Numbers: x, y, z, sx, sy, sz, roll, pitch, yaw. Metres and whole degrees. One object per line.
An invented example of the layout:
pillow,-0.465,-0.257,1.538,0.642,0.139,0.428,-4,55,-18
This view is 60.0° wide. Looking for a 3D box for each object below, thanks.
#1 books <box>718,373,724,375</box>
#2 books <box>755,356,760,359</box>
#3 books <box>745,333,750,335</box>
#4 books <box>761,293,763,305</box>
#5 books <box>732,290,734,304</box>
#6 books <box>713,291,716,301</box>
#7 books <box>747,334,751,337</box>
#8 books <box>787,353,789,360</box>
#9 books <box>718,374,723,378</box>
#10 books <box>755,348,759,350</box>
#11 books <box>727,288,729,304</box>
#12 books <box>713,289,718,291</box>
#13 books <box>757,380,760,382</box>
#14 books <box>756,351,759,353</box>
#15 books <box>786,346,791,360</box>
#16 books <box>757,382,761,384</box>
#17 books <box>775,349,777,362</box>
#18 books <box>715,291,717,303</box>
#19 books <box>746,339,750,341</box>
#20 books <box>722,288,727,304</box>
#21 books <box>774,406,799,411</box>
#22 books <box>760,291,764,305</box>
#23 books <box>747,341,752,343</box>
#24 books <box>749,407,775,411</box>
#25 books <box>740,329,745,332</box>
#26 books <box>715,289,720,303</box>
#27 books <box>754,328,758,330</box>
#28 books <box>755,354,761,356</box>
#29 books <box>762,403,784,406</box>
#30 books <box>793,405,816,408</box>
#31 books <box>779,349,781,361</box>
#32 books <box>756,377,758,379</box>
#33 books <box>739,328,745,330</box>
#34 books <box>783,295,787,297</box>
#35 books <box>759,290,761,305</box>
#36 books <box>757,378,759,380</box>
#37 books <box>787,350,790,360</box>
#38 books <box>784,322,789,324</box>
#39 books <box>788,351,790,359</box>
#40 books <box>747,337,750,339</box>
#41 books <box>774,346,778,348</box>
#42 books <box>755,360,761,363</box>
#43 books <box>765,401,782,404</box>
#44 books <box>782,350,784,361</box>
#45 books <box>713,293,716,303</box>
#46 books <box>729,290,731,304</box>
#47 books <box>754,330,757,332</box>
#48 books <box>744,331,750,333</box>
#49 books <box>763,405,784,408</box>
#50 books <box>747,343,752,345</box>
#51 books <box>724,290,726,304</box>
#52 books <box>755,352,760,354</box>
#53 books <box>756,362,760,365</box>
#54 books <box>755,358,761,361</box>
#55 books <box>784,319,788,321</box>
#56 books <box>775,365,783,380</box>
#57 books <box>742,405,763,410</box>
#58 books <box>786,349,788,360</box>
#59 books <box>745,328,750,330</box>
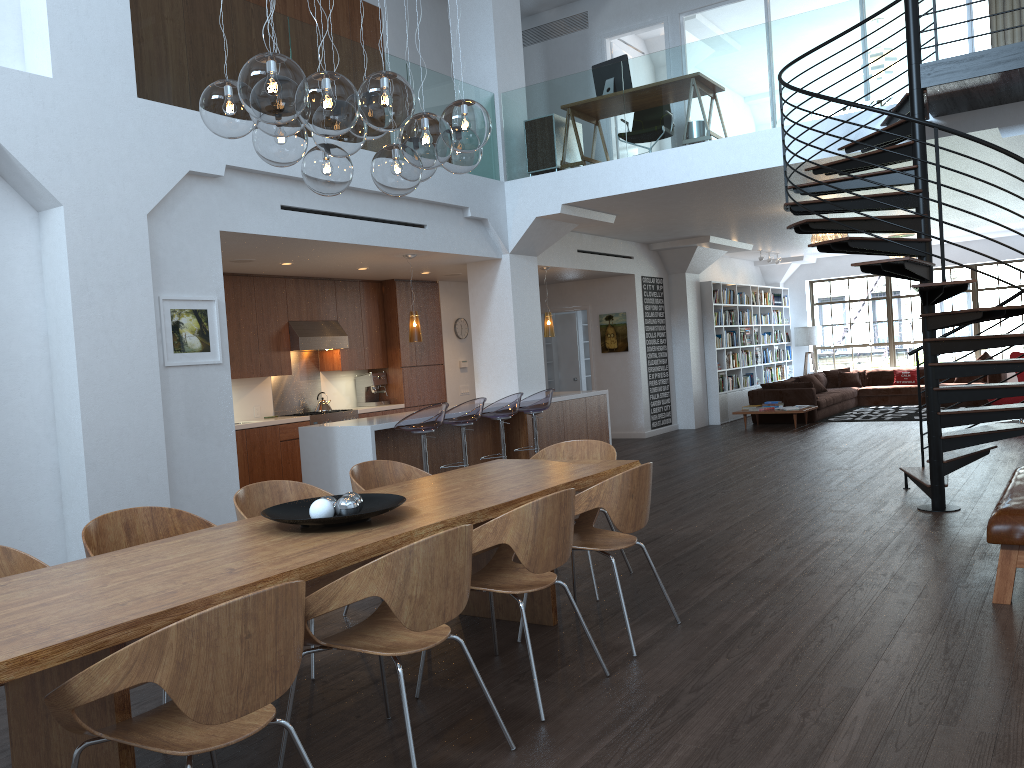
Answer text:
books,3.484,-0.171,15.115,0.223,0.027,0.161,-2,2,43
books,4.593,-0.505,16.879,0.231,0.044,0.168,-3,2,28
books,4.315,-0.932,16.487,0.161,0.033,0.223,-3,2,33
books,4.763,-1.638,17.188,0.171,0.246,0.057,-3,2,33
books,3.870,-1.537,15.806,0.182,0.255,0.077,-3,2,33
books,3.324,-1.455,14.968,0.182,0.215,0.188,-3,2,33
books,4.320,-0.896,16.479,0.183,0.042,0.253,-3,2,33
books,5.661,-0.599,18.462,0.161,0.218,0.101,-3,2,33
books,3.492,-0.135,15.139,0.174,0.045,0.240,-3,2,23
books,4.585,-0.665,16.854,0.129,0.041,0.185,-6,2,-42
books,3.700,-1.535,15.567,0.197,0.290,0.136,-3,2,33
books,3.438,-1.486,15.155,0.159,0.248,0.089,-3,2,33
books,4.565,-0.048,16.880,0.284,0.033,0.197,-3,2,18
books,4.599,-0.608,16.849,0.161,0.026,0.223,-3,2,23
books,5.763,-0.647,18.619,0.176,0.290,0.053,-3,2,33
books,4.567,-0.014,16.881,0.284,0.035,0.197,-3,2,33
books,5.217,-0.566,17.784,0.174,0.251,0.051,-3,2,33
books,3.408,-1.467,15.098,0.161,0.218,0.101,-3,2,33
books,4.302,-0.809,16.485,0.180,0.042,0.259,-3,2,33
books,3.669,-1.532,15.512,0.176,0.293,0.125,-3,2,33
books,4.254,0.376,13.729,0.231,0.040,0.342,-4,2,-17
books,4.805,-1.665,17.258,0.176,0.290,0.053,-3,2,33
books,4.327,-0.770,16.477,0.160,0.039,0.251,-3,2,38
books,3.924,0.393,13.957,0.340,0.035,0.236,-5,2,-32
books,4.112,-0.962,16.142,0.174,0.045,0.240,-3,2,33
books,3.463,-1.490,15.190,0.170,0.251,0.118,-3,2,33
books,4.511,-1.028,16.770,0.224,0.030,0.161,-2,2,43
books,4.583,-0.545,16.873,0.253,0.040,0.183,-3,2,33
books,4.198,0.328,14.259,0.279,0.035,0.191,-2,2,43
books,4.571,0.349,13.931,0.350,0.035,0.256,-5,2,-31
books,5.373,-0.584,18.033,0.183,0.253,0.042,-3,2,33
books,4.562,-0.110,16.880,0.204,0.025,0.144,-3,2,33
books,4.104,-0.998,16.118,0.223,0.027,0.161,-2,2,43
books,5.695,-1.738,18.587,0.140,0.231,0.042,-3,2,33
books,4.703,-1.656,17.063,0.140,0.298,0.044,-3,2,33
books,4.561,-0.081,16.884,0.254,0.032,0.174,-3,2,38
books,5.686,-0.599,18.491,0.161,0.213,0.118,-3,2,33
books,5.593,-1.258,18.468,0.197,0.035,0.284,-5,2,-27
books,5.709,-0.600,18.536,0.161,0.213,0.146,-3,2,33
books,4.318,-0.854,16.488,0.168,0.045,0.231,-3,2,28
books,5.202,-0.735,17.800,0.224,0.030,0.161,-2,2,43
books,4.585,-0.423,16.878,0.251,0.037,0.160,-3,2,38
books,4.199,0.297,14.254,0.224,0.027,0.157,-3,2,38
books,5.496,-0.585,18.221,0.168,0.228,0.139,-3,2,33
books,3.366,-1.457,15.049,0.167,0.210,0.162,-3,2,33
books,3.772,-1.523,15.645,0.182,0.253,0.098,-3,2,33
books,4.509,-0.998,16.763,0.223,0.031,0.161,-3,2,33
books,4.314,-0.962,16.514,0.223,0.027,0.161,-3,2,23
books,4.202,0.364,14.255,0.312,0.037,0.216,-3,2,23
books,4.334,-0.731,16.478,0.171,0.039,0.246,-3,2,33
books,3.628,-1.503,15.436,0.174,0.242,0.105,-3,2,33
books,4.589,-0.580,16.874,0.223,0.032,0.161,-3,2,33
books,4.588,-0.386,16.876,0.246,0.038,0.171,-3,2,33
books,4.592,-0.463,16.899,0.259,0.040,0.180,-3,2,33
books,5.588,-1.324,18.461,0.174,0.032,0.254,-5,2,-22
books,5.438,-0.234,18.076,0.140,0.298,0.044,-3,2,33
books,3.904,0.376,14.379,0.241,0.045,0.334,-3,2,35
books,5.632,-0.604,18.406,0.172,0.235,0.112,-3,2,33
books,4.327,-1.022,16.486,0.185,0.043,0.129,-6,2,-42
